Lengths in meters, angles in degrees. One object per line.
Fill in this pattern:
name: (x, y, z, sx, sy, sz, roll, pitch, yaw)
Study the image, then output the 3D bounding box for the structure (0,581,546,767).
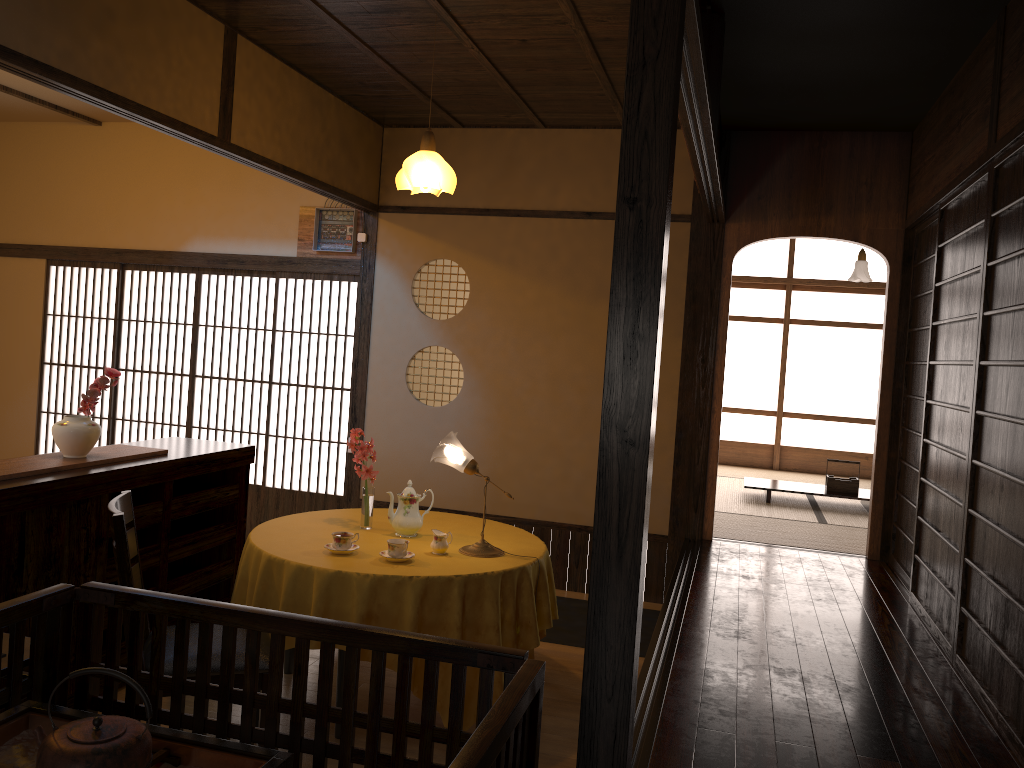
structure: (-0.588, 0.781, 1.743, 1.198, 0.499, 0.598, 5, 2, 15)

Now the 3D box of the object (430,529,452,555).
object: (-0.299, 0.660, 3.715, 0.083, 0.098, 0.078, 4, 2, -16)

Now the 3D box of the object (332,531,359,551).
object: (-0.689, 0.642, 3.610, 0.099, 0.076, 0.090, 6, 2, 39)

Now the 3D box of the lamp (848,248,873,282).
lamp: (2.930, -1.251, 7.384, 0.197, 0.798, 0.225, 4, 1, 22)

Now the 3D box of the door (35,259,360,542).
door: (-2.398, 0.129, 6.605, 2.649, 1.999, 0.066, 4, 1, 15)

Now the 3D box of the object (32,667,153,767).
object: (-0.768, 0.634, 1.642, 0.198, 0.216, 0.198, 3, 2, -37)

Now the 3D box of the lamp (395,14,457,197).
lamp: (-0.360, -1.258, 3.958, 0.250, 0.810, 0.276, 5, 1, 36)

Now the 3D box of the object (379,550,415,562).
object: (-0.461, 0.693, 3.552, 0.144, 0.024, 0.144, 3, 3, -25)

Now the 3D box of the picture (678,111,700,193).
picture: (0.723, -1.282, 3.778, 0.117, 0.565, 2.044, 4, 2, 14)

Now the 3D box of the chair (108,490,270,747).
chair: (-1.140, 0.893, 3.130, 0.577, 0.960, 0.491, 3, 1, -20)

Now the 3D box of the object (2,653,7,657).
object: (-1.609, 0.610, 2.004, 0.761, 0.003, 0.405, 5, 3, 18)

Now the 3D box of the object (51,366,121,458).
object: (-1.798, 0.115, 3.786, 0.189, 0.378, 0.321, 4, 2, 23)

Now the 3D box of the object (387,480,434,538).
object: (-0.463, 0.558, 4.009, 0.164, 0.252, 0.154, 5, 1, 28)

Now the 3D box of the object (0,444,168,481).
object: (-1.850, 0.316, 3.663, 0.267, 0.020, 0.998, 5, 3, 14)

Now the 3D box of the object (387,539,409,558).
object: (-0.458, 0.661, 3.547, 0.090, 0.076, 0.099, 4, 2, -1)

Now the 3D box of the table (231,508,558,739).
table: (-0.523, 1.030, 3.973, 1.445, 0.695, 1.443, 5, 2, 15)

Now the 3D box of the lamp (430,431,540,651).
lamp: (-0.131, 0.811, 3.786, 0.512, 1.202, 0.198, 4, 1, 15)

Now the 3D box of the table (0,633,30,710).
table: (-1.612, 0.780, 2.005, 0.880, 0.336, 0.600, 5, 2, 15)

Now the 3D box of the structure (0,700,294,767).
structure: (-0.810, 0.869, 1.651, 0.666, 0.300, 0.453, 5, 2, 15)

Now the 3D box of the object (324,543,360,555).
object: (-0.694, 0.674, 3.613, 0.144, 0.024, 0.144, 3, 3, -25)

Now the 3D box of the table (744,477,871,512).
table: (2.569, 0.940, 7.461, 1.201, 0.118, 0.600, 5, 3, 15)

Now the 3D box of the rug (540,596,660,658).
rug: (-0.580, 1.309, 5.440, 2.956, 0.005, 0.902, 5, 3, 15)

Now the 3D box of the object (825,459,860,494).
object: (2.764, 0.767, 7.411, 0.260, 0.258, 0.150, 4, 1, 15)

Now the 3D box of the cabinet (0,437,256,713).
cabinet: (-1.883, 0.812, 3.638, 0.489, 0.970, 2.186, 4, 2, 14)
